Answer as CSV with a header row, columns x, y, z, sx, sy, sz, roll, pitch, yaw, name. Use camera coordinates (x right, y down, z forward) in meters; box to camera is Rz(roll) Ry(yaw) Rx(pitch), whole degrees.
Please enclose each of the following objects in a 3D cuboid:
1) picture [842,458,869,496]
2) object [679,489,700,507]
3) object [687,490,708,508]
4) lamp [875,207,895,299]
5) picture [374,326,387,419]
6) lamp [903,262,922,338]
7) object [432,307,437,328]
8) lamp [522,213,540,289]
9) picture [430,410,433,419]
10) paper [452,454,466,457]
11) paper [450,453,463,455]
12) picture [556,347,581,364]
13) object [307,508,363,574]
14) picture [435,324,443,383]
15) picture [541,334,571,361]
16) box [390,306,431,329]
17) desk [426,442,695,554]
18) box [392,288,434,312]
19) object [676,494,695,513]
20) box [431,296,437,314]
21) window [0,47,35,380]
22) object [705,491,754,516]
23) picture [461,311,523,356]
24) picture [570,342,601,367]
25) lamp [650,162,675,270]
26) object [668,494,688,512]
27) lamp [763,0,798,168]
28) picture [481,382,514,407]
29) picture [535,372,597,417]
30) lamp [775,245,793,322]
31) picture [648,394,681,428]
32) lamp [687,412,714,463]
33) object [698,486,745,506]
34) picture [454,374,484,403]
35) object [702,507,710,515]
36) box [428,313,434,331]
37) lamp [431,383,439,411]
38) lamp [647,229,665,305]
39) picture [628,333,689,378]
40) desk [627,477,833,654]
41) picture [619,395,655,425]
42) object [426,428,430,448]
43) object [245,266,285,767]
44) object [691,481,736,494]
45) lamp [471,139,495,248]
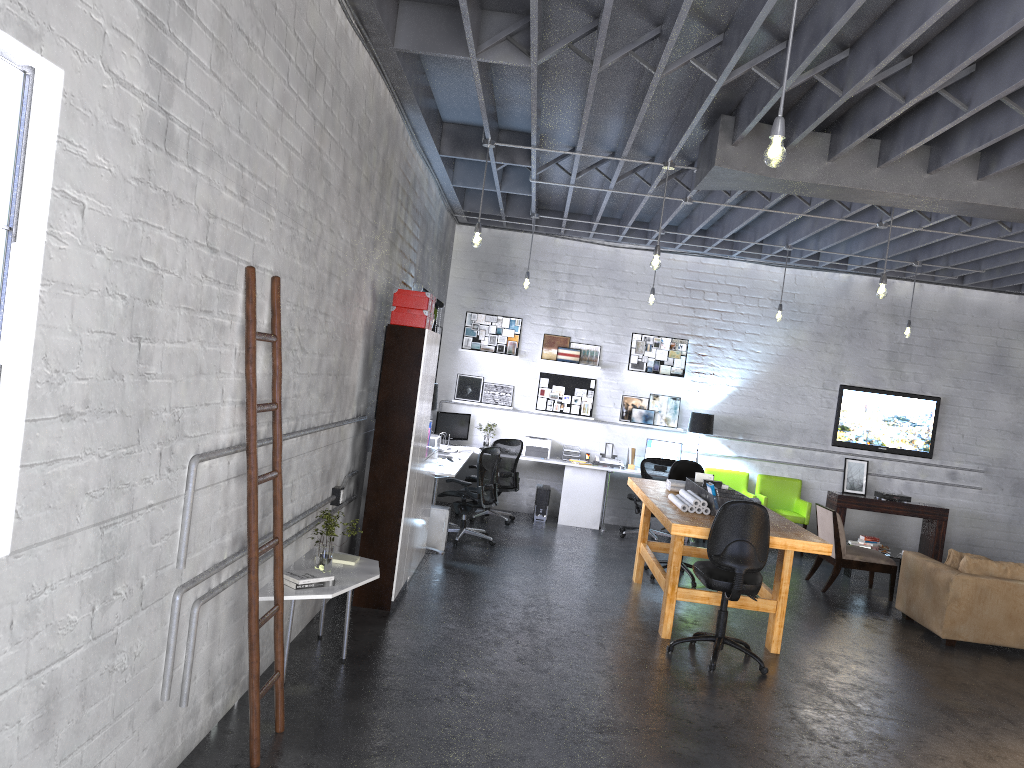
x,y,z,sx,sy,sz,roll,pitch,yaw,name
4.484,1.210,11.577,0.308,0.457,0.092,7,2,1,picture
1.422,0.912,7.119,0.057,0.057,0.635,7,1,1,object
1.479,0.920,7.117,0.057,0.057,0.635,7,1,1,object
3.066,-1.130,7.226,0.104,0.878,0.104,7,2,1,lamp
-1.078,-0.098,7.668,0.020,0.781,0.606,7,1,1,picture
4.613,-0.966,10.222,0.104,0.878,0.104,6,2,-45,lamp
-0.683,-0.534,7.125,0.169,0.240,0.171,7,1,0,object
0.216,-1.537,10.312,0.104,0.878,0.104,7,2,1,lamp
-1.041,0.336,11.425,0.036,0.221,0.289,7,1,1,picture
-0.622,0.828,10.286,0.159,0.001,0.115,7,1,-10,paper
-0.646,0.824,10.411,0.159,0.001,0.115,7,1,-16,paper
0.741,-0.375,11.638,0.311,0.196,0.029,7,2,1,picture
-1.037,0.911,5.119,0.296,0.363,0.271,8,2,36,object
-0.974,-0.272,11.227,0.020,0.935,0.658,7,1,1,picture
0.574,-0.471,11.657,0.355,0.343,0.042,7,2,1,picture
-0.736,-0.477,6.434,0.270,0.131,0.206,7,1,1,box
0.577,1.383,10.078,3.574,0.786,3.297,7,1,1,desk
-0.719,-0.606,6.431,0.270,0.131,0.206,7,1,1,box
1.387,0.958,7.121,0.058,0.057,0.635,7,1,1,object
-0.715,-0.609,6.639,0.268,0.133,0.206,7,1,1,box
-1.307,-0.179,1.328,0.030,1.220,1.821,7,1,1,window
1.689,0.949,6.928,0.316,0.156,0.306,7,1,1,object
-0.264,-0.661,11.664,0.749,0.503,0.058,7,2,1,picture
0.951,-0.389,11.648,0.410,0.277,0.036,7,2,1,picture
1.227,-1.368,7.264,0.104,0.878,0.104,7,2,1,lamp
1.330,0.950,7.122,0.057,0.058,0.635,7,1,1,object
1.141,-1.335,3.668,0.104,0.878,0.104,8,2,19,lamp
-0.190,0.137,11.689,0.410,0.277,0.036,7,2,1,picture
0.709,0.139,11.662,0.749,0.503,0.058,7,2,1,picture
3.138,-1.157,10.252,0.104,0.878,0.104,7,2,1,lamp
1.991,0.354,11.642,0.410,0.409,0.047,7,2,1,picture
2.405,0.788,11.437,0.334,0.832,0.333,6,2,-37,lamp
1.697,0.946,7.236,0.316,0.156,0.306,7,1,1,object
-0.567,0.054,11.699,0.355,0.343,0.042,7,2,1,picture
1.500,0.972,7.118,0.058,0.057,0.635,7,1,1,object
-0.731,-0.479,6.643,0.270,0.131,0.206,7,1,1,box
-0.913,0.392,8.619,0.334,0.832,0.333,6,2,-37,lamp
1.668,-1.348,10.282,0.104,0.878,0.104,7,2,1,lamp
1.916,-0.377,11.620,0.749,0.503,0.058,7,2,1,picture
1.634,1.480,7.546,1.115,0.926,2.831,7,1,1,desk
1.654,0.342,11.641,0.452,0.345,0.054,7,2,1,picture
-0.890,0.492,8.307,0.214,0.177,0.161,7,1,1,object
-1.098,0.568,3.956,0.320,2.122,0.425,7,2,1,object
1.704,0.944,7.543,0.316,0.156,0.306,7,1,1,object
-0.242,-1.559,7.294,0.104,0.878,0.104,7,2,1,lamp
